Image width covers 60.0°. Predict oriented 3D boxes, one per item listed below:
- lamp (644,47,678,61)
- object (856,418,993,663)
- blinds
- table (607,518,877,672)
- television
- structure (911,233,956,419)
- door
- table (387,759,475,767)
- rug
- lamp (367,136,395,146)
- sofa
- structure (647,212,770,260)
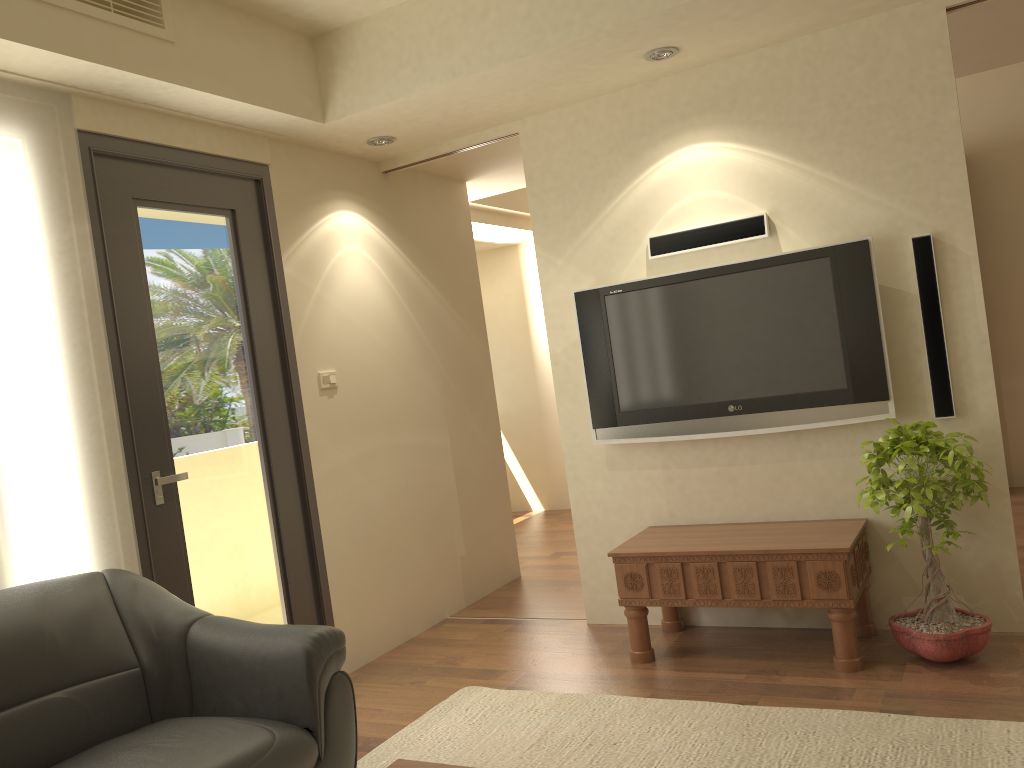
[{"bbox_3d":[0.636,-1.431,3.797,0.143,0.059,0.143,-7,1,35],"label":"lamp"},{"bbox_3d":[1.634,0.591,3.464,0.528,0.957,0.565,-8,1,-18],"label":"object"},{"bbox_3d":[-2.152,0.243,2.088,0.002,2.453,2.830,-7,1,29],"label":"blinds"},{"bbox_3d":[1.017,0.906,3.876,1.009,0.493,0.538,-7,1,29],"label":"table"},{"bbox_3d":[0.964,-0.151,4.044,1.377,0.778,0.110,-7,1,29],"label":"television"},{"bbox_3d":[1.738,-0.237,3.657,0.079,0.764,0.036,-7,1,29],"label":"structure"},{"bbox_3d":[-1.264,0.203,3.798,0.118,2.420,1.011,-7,1,29],"label":"door"},{"bbox_3d":[-0.061,1.104,1.318,1.045,0.482,1.213,-7,1,29],"label":"table"},{"bbox_3d":[-0.003,1.331,1.729,2.482,0.011,3.592,-7,1,29],"label":"rug"},{"bbox_3d":[-0.673,-1.260,4.533,0.143,0.059,0.143,-7,1,35],"label":"lamp"},{"bbox_3d":[-1.427,1.054,1.989,0.944,0.918,2.337,-7,1,29],"label":"sofa"},{"bbox_3d":[0.893,-0.677,4.076,0.559,0.111,0.048,-7,1,29],"label":"structure"}]
